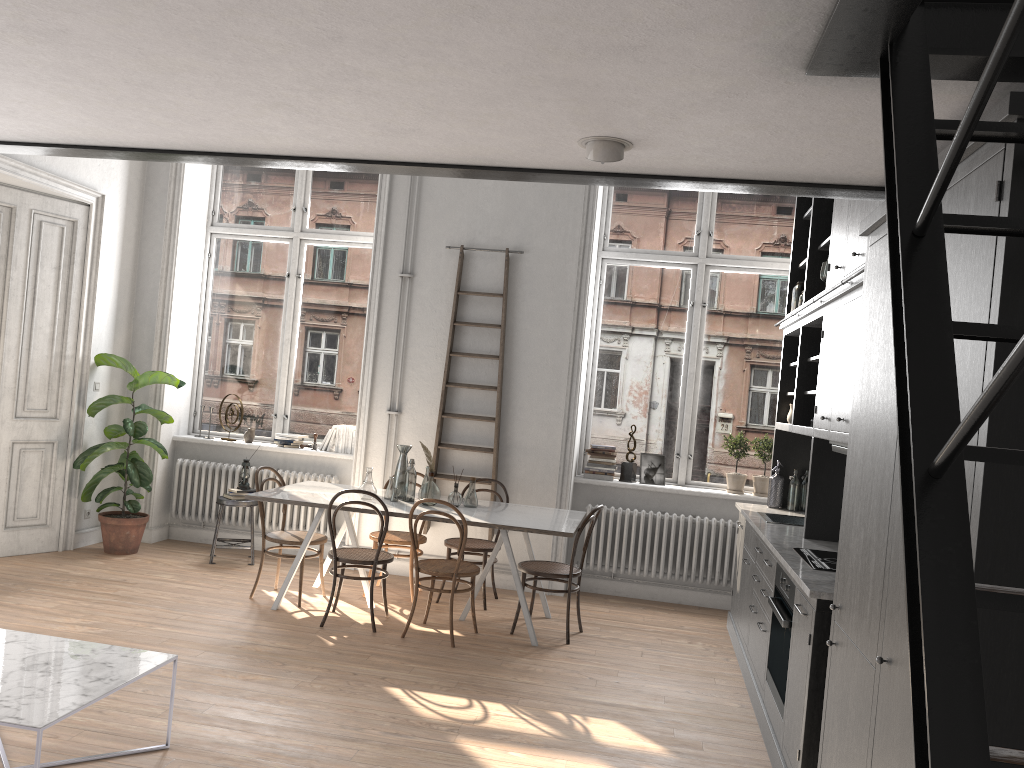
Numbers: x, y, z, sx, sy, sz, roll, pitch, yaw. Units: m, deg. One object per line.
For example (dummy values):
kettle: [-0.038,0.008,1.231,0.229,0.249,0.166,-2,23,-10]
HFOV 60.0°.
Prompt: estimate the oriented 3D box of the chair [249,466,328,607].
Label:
chair: [-1.601,1.079,6.401,0.549,0.920,0.438,5,0,17]

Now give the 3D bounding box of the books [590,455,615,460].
books: [0.771,0.621,7.542,0.205,0.022,0.155,5,0,4]

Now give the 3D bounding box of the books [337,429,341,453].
books: [-1.517,0.507,7.923,0.020,0.205,0.155,5,0,9]

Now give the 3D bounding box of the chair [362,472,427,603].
chair: [-0.859,1.150,6.819,0.438,0.920,0.549,5,0,7]

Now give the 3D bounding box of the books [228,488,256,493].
books: [-2.257,0.898,7.467,0.147,0.027,0.221,5,0,41]

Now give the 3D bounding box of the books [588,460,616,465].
books: [0.767,0.666,7.542,0.205,0.022,0.155,5,0,23]

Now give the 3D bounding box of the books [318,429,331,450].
books: [-1.653,0.498,7.948,0.105,0.194,0.155,5,0,8]

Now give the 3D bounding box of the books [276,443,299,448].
books: [-2.021,0.553,7.991,0.147,0.023,0.221,6,0,-32]

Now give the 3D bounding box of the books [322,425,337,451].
books: [-1.613,0.482,7.937,0.100,0.235,0.174,5,0,9]

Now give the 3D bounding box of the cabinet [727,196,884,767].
cabinet: [1.829,0.049,5.075,0.635,3.583,3.251,5,0,9]

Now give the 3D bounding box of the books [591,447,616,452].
books: [0.777,0.557,7.543,0.205,0.020,0.155,5,0,9]

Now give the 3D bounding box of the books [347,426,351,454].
books: [-1.429,0.496,7.930,0.024,0.243,0.175,5,0,9]

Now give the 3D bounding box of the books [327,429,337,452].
books: [-1.590,0.501,7.935,0.072,0.203,0.155,5,0,9]

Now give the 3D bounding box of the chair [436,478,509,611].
chair: [-0.283,1.203,6.806,0.438,0.920,0.549,5,0,16]

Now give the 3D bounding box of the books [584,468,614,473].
books: [0.745,0.729,7.533,0.249,0.023,0.175,5,0,10]

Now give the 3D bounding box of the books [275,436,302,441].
books: [-2.007,0.489,7.973,0.205,0.020,0.155,5,0,-1]

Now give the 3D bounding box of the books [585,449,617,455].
books: [0.761,0.578,7.545,0.231,0.023,0.162,5,0,25]

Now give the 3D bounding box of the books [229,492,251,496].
books: [-2.261,0.920,7.467,0.232,0.029,0.162,5,0,-20]

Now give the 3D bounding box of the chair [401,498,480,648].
chair: [-0.444,1.181,5.764,0.437,0.920,0.549,5,0,20]

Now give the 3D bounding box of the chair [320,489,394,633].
chair: [-1.014,1.129,5.892,0.438,0.920,0.549,5,0,5]

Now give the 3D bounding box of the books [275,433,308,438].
books: [-1.983,0.466,7.990,0.243,0.019,0.174,5,0,19]

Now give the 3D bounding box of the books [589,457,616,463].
books: [0.773,0.643,7.547,0.222,0.024,0.158,5,0,9]

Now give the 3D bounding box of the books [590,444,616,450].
books: [0.775,0.536,7.553,0.201,0.024,0.159,5,0,-1]

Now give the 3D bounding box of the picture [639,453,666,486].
picture: [1.182,0.721,7.522,0.221,0.264,0.149,5,0,-7]

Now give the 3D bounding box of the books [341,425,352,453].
books: [-1.473,0.492,7.914,0.019,0.244,0.174,5,0,9]

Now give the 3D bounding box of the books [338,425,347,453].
books: [-1.496,0.490,7.909,0.024,0.243,0.175,5,0,9]

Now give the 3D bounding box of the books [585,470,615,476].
books: [0.743,0.752,7.532,0.249,0.023,0.175,5,0,5]

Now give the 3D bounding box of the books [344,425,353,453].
books: [-1.451,0.494,7.928,0.019,0.244,0.174,5,0,9]

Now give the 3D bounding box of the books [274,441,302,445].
books: [-2.014,0.531,7.987,0.205,0.022,0.155,5,0,29]

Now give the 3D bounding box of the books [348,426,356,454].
books: [-1.411,0.498,7.905,0.019,0.244,0.174,5,0,9]

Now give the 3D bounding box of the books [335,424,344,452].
books: [-1.538,0.486,7.947,0.024,0.243,0.175,5,0,9]

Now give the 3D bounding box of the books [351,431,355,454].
books: [-1.391,0.518,7.902,0.020,0.205,0.155,5,0,9]

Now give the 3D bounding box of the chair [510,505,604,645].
chair: [0.311,1.253,6.071,0.549,0.920,0.438,5,0,22]

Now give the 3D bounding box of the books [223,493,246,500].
books: [-2.275,0.945,7.466,0.246,0.034,0.194,6,0,-41]

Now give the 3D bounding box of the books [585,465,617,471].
books: [0.759,0.711,7.546,0.255,0.014,0.192,5,0,12]

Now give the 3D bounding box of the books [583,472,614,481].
books: [0.738,0.784,7.534,0.248,0.043,0.192,5,0,9]

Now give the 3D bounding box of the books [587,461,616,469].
books: [0.760,0.690,7.547,0.245,0.028,0.193,5,0,4]

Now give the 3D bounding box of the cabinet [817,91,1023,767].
cabinet: [1.366,0.598,2.530,0.633,2.371,1.401,5,0,9]

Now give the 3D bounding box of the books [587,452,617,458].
books: [0.768,0.600,7.543,0.243,0.019,0.174,5,0,9]

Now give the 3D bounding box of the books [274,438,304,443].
books: [-2.010,0.509,7.985,0.221,0.023,0.147,5,0,25]
